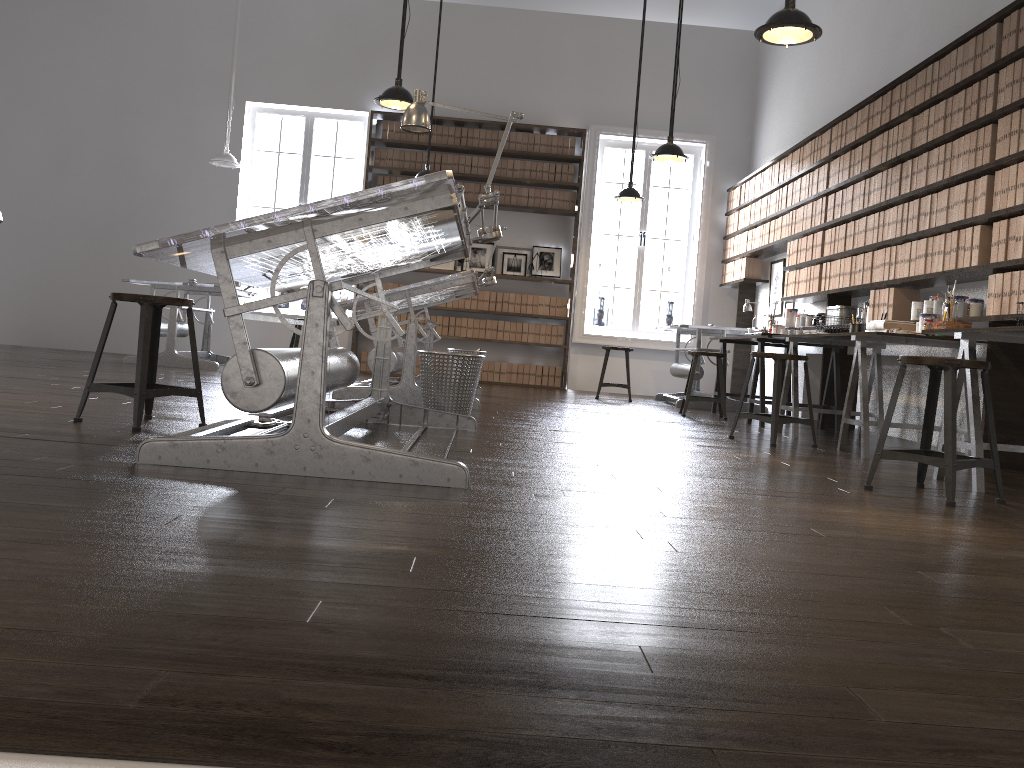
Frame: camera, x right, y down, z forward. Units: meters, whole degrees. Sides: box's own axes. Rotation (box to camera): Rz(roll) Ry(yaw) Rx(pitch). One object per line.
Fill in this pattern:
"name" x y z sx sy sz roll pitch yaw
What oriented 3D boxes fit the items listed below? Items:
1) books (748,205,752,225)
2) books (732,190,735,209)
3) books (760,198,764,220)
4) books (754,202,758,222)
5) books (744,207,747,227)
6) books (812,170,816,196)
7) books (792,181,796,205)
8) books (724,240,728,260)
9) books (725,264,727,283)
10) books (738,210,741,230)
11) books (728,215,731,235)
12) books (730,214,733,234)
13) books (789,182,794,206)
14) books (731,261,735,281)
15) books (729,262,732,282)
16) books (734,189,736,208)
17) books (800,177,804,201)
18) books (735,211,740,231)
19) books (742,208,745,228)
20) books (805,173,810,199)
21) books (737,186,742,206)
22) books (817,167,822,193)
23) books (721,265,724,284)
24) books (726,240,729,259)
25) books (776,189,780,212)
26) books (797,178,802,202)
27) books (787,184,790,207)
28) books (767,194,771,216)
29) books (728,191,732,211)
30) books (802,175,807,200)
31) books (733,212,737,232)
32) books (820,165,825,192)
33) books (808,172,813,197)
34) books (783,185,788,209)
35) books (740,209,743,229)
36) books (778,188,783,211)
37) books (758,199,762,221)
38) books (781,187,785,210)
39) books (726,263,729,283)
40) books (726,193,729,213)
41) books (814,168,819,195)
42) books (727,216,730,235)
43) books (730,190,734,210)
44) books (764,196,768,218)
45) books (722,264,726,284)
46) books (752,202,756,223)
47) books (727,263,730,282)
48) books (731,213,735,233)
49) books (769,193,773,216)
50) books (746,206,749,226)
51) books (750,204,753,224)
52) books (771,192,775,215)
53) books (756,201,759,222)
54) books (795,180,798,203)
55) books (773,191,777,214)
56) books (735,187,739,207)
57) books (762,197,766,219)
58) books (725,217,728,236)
"books" 2.556 -1.746 9.226 0.174 0.226 0.067 5 0 -1
"books" 2.567 -2.057 9.918 0.174 0.226 0.066 5 0 -1
"books" 2.571 -1.727 8.805 0.174 0.225 0.066 5 0 -1
"books" 2.566 -1.736 9.010 0.174 0.226 0.066 5 0 -1
"books" 2.555 -1.751 9.366 0.174 0.225 0.066 5 0 -1
"books" 2.609 -1.667 7.405 0.174 0.226 0.066 5 0 -2
"books" 2.596 -1.687 7.885 0.174 0.226 0.066 5 0 -2
"books" 2.517 -1.514 10.068 0.174 0.226 0.066 5 0 -1
"books" 2.498 -1.234 9.978 0.174 0.225 0.066 5 0 -1
"books" 2.549 -1.760 9.574 0.174 0.226 0.066 5 0 -1
"books" 2.539 -1.783 9.977 0.174 0.225 0.066 5 0 -2
"books" 2.542 -1.781 9.914 0.174 0.225 0.066 5 0 -2
"books" 2.590 -1.691 7.956 0.174 0.226 0.066 5 0 -1
"books" 2.501 -1.223 9.705 0.174 0.226 0.066 5 0 -2
"books" 2.496 -1.226 9.777 0.174 0.226 0.066 5 0 -2
"books" 2.567 -2.054 9.848 0.174 0.226 0.066 5 0 -1
"books" 2.600 -1.679 7.680 0.174 0.225 0.066 5 0 -2
"books" 2.549 -1.772 9.709 0.174 0.226 0.066 5 0 -2
"books" 2.549 -1.754 9.429 0.174 0.226 0.067 5 0 -2
"books" 2.600 -1.673 7.545 0.174 0.226 0.067 5 0 -1
"books" 2.568 -2.048 9.705 0.174 0.225 0.066 5 0 -1
"books" 2.610 -1.661 7.268 0.174 0.225 0.066 5 0 -1
"books" 2.494 -1.240 10.127 0.174 0.226 0.066 5 0 -1
"books" 2.519 -1.511 9.997 0.174 0.226 0.066 5 0 -1
"books" 2.578 -1.706 8.315 0.174 0.226 0.067 5 0 -1
"books" 2.593 -1.682 7.747 0.174 0.226 0.067 5 0 -1
"books" 2.593 -1.693 8.027 0.174 0.226 0.066 5 0 -1
"books" 2.576 -1.718 8.599 0.174 0.226 0.066 5 0 -1
"books" 2.556 -2.064 10.060 0.174 0.226 0.066 5 0 -2
"books" 2.600 -1.676 7.617 0.174 0.225 0.066 5 0 -2
"books" 2.547 -1.775 9.780 0.174 0.226 0.066 5 0 -2
"books" 2.610 -1.658 7.205 0.174 0.225 0.066 5 0 -1
"books" 2.605 -1.670 7.474 0.174 0.226 0.066 5 0 -2
"books" 2.585 -1.697 8.102 0.174 0.226 0.067 5 0 -2
"books" 2.547 -1.757 9.501 0.174 0.226 0.066 5 0 -1
"books" 2.584 -1.703 8.252 0.174 0.225 0.066 5 0 -2
"books" 2.564 -1.730 8.871 0.174 0.226 0.067 5 0 -2
"books" 2.589 -1.700 8.176 0.174 0.225 0.066 5 0 -1
"books" 2.497 -1.232 9.913 0.174 0.225 0.066 5 0 -2
"books" 2.554 -2.067 10.132 0.174 0.226 0.067 5 0 -1
"books" 2.604 -1.664 7.335 0.174 0.226 0.067 5 0 -2
"books" 2.535 -1.787 10.049 0.174 0.226 0.067 5 0 -1
"books" 2.561 -2.060 9.987 0.174 0.226 0.066 5 0 -2
"books" 2.571 -1.722 8.669 0.174 0.226 0.067 5 0 -2
"books" 2.490 -1.238 10.052 0.174 0.226 0.067 5 0 -2
"books" 2.560 -1.739 9.080 0.174 0.226 0.066 5 0 -2
"books" 2.494 -1.229 9.849 0.174 0.226 0.067 5 0 -1
"books" 2.539 -1.778 9.847 0.174 0.226 0.067 5 0 -1
"books" 2.580 -1.715 8.529 0.174 0.226 0.066 5 0 -1
"books" 2.559 -1.748 9.301 0.174 0.225 0.066 5 0 -2
"books" 2.563 -1.742 9.152 0.174 0.226 0.066 5 0 -2
"books" 2.578 -1.712 8.459 0.174 0.226 0.066 5 0 -2
"books" 2.568 -1.733 8.939 0.174 0.226 0.066 5 0 -1
"books" 2.597 -1.684 7.814 0.174 0.226 0.066 5 0 -2
"books" 2.576 -1.710 8.387 0.174 0.226 0.066 5 0 -2
"books" 2.565 -2.051 9.777 0.174 0.226 0.067 5 0 -2
"books" 2.571 -1.724 8.742 0.174 0.225 0.066 5 0 -1
"books" 2.537 -1.789 10.120 0.174 0.226 0.066 5 0 -2
